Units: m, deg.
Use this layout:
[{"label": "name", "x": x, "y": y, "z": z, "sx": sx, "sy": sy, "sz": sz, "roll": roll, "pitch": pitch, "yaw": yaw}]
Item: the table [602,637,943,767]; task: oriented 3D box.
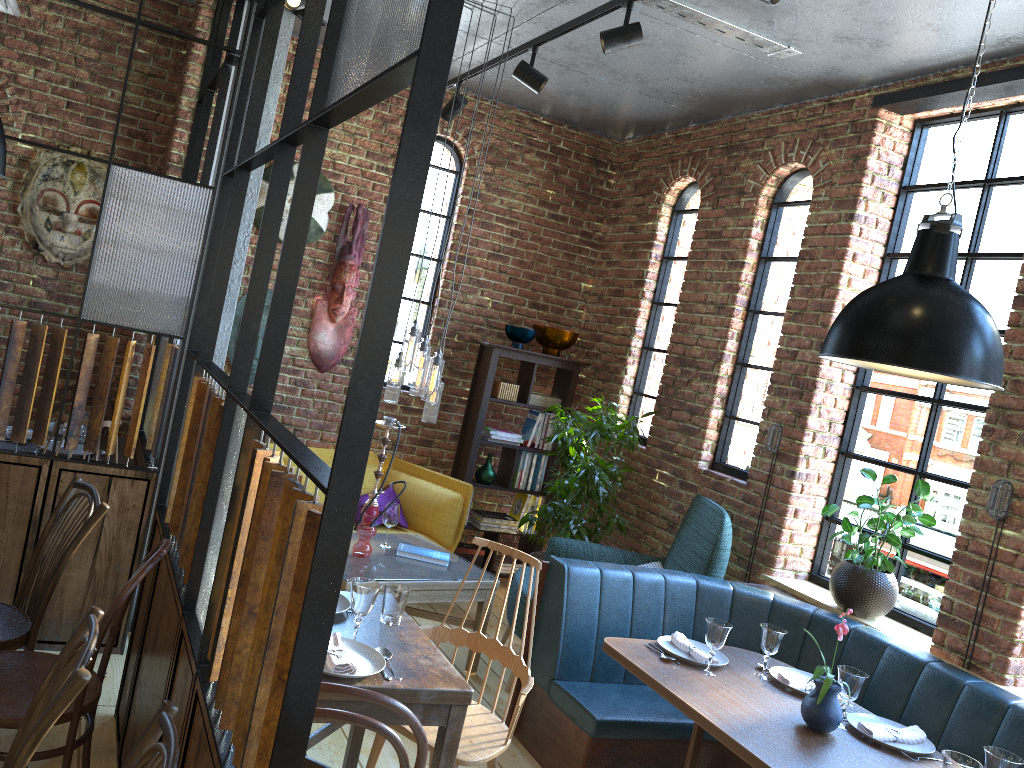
[{"label": "table", "x": 0.958, "y": 1.468, "z": 2.850, "sx": 0.794, "sy": 0.661, "sz": 1.595, "roll": 11, "pitch": 3, "yaw": -25}]

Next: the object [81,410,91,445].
[{"label": "object", "x": -2.165, "y": 0.232, "z": 4.467, "sx": 0.098, "sy": 0.191, "sz": 0.099, "roll": 12, "pitch": 2, "yaw": -4}]

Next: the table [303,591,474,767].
[{"label": "table", "x": -0.674, "y": 1.099, "z": 2.691, "sx": 0.724, "sy": 0.727, "sz": 0.777, "roll": 11, "pitch": 3, "yaw": -24}]

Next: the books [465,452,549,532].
[{"label": "books", "x": -0.079, "y": 0.728, "z": 6.222, "sx": 0.566, "sy": 0.574, "sz": 0.197, "roll": 11, "pitch": 3, "yaw": -24}]

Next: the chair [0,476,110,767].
[{"label": "chair", "x": -1.722, "y": 0.768, "z": 2.905, "sx": 0.497, "sy": 0.915, "sz": 0.425, "roll": 10, "pitch": 3, "yaw": -40}]

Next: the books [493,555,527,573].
[{"label": "books", "x": -0.050, "y": 1.287, "z": 6.294, "sx": 0.232, "sy": 0.072, "sz": 0.213, "roll": 10, "pitch": 3, "yaw": -35}]

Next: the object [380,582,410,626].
[{"label": "object", "x": -0.385, "y": 0.717, "z": 2.869, "sx": 0.080, "sy": 0.119, "sz": 0.088, "roll": 10, "pitch": 3, "yaw": -35}]

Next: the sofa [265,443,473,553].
[{"label": "sofa", "x": -1.295, "y": 0.826, "z": 5.329, "sx": 1.900, "sy": 0.763, "sz": 0.829, "roll": 10, "pitch": 3, "yaw": -40}]

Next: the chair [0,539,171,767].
[{"label": "chair", "x": -1.354, "y": 0.862, "z": 2.546, "sx": 0.544, "sy": 0.920, "sz": 0.442, "roll": 12, "pitch": 2, "yaw": -7}]

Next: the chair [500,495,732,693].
[{"label": "chair", "x": 0.528, "y": 1.070, "z": 4.663, "sx": 1.034, "sy": 1.097, "sz": 0.807, "roll": 12, "pitch": 2, "yaw": 0}]

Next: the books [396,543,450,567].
[{"label": "books", "x": -0.463, "y": 0.891, "z": 4.609, "sx": 0.274, "sy": 0.028, "sz": 0.160, "roll": 12, "pitch": 3, "yaw": 1}]

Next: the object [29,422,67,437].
[{"label": "object", "x": -2.410, "y": 0.241, "z": 4.732, "sx": 0.315, "sy": 0.051, "sz": 0.278, "roll": 11, "pitch": 3, "yaw": -21}]

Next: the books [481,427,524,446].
[{"label": "books", "x": -0.072, "y": 0.367, "z": 6.172, "sx": 0.260, "sy": 0.080, "sz": 0.185, "roll": 11, "pitch": 3, "yaw": -24}]

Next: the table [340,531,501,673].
[{"label": "table", "x": -0.695, "y": 1.120, "z": 4.535, "sx": 0.891, "sy": 0.508, "sz": 0.786, "roll": 10, "pitch": 3, "yaw": -39}]

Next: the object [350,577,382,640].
[{"label": "object", "x": -0.450, "y": 0.680, "z": 2.603, "sx": 0.102, "sy": 0.191, "sz": 0.095, "roll": 13, "pitch": 3, "yaw": 23}]

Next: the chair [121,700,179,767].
[{"label": "chair", "x": -0.895, "y": 1.010, "z": 1.442, "sx": 0.506, "sy": 0.915, "sz": 0.417, "roll": 11, "pitch": 2, "yaw": -19}]

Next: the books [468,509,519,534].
[{"label": "books", "x": -0.131, "y": 0.966, "z": 6.203, "sx": 0.293, "sy": 0.088, "sz": 0.253, "roll": 11, "pitch": 3, "yaw": -22}]

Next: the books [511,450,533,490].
[{"label": "books", "x": 0.051, "y": 0.599, "z": 6.259, "sx": 0.082, "sy": 0.272, "sz": 0.179, "roll": 11, "pitch": 3, "yaw": -26}]

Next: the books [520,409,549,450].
[{"label": "books", "x": 0.147, "y": 0.318, "z": 6.274, "sx": 0.120, "sy": 0.258, "sz": 0.169, "roll": 11, "pitch": 3, "yaw": -25}]

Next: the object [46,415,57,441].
[{"label": "object", "x": -2.365, "y": 0.225, "z": 4.503, "sx": 0.085, "sy": 0.119, "sz": 0.083, "roll": 12, "pitch": 2, "yaw": 7}]

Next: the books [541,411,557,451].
[{"label": "books", "x": 0.240, "y": 0.337, "z": 6.303, "sx": 0.077, "sy": 0.257, "sz": 0.184, "roll": 11, "pitch": 3, "yaw": -26}]

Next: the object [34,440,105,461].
[{"label": "object", "x": -2.164, "y": 0.312, "z": 4.320, "sx": 0.315, "sy": 0.051, "sz": 0.278, "roll": 11, "pitch": 3, "yaw": -21}]

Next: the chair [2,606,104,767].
[{"label": "chair", "x": -1.208, "y": 0.927, "z": 1.814, "sx": 0.506, "sy": 0.915, "sz": 0.417, "roll": 11, "pitch": 2, "yaw": -19}]

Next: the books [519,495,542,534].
[{"label": "books", "x": 0.113, "y": 0.918, "z": 6.328, "sx": 0.081, "sy": 0.272, "sz": 0.196, "roll": 11, "pitch": 3, "yaw": -26}]

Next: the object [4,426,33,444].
[{"label": "object", "x": -2.503, "y": 0.237, "z": 4.395, "sx": 0.261, "sy": 0.051, "sz": 0.335, "roll": 11, "pitch": 3, "yaw": -21}]

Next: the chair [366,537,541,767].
[{"label": "chair", "x": -0.203, "y": 1.048, "z": 2.941, "sx": 0.561, "sy": 1.005, "sz": 0.429, "roll": 14, "pitch": 3, "yaw": 37}]

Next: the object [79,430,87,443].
[{"label": "object", "x": -2.237, "y": 0.246, "z": 4.635, "sx": 0.085, "sy": 0.119, "sz": 0.083, "roll": 12, "pitch": 2, "yaw": 7}]

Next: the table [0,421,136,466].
[{"label": "table", "x": -2.401, "y": 0.650, "z": 4.526, "sx": 0.724, "sy": 0.727, "sz": 0.777, "roll": 11, "pitch": 3, "yaw": -24}]

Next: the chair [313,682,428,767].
[{"label": "chair", "x": -0.471, "y": 1.067, "z": 2.135, "sx": 0.437, "sy": 0.920, "sz": 0.551, "roll": 12, "pitch": 2, "yaw": -3}]

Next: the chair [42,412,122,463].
[{"label": "chair", "x": -2.062, "y": 0.607, "z": 4.020, "sx": 0.511, "sy": 1.005, "sz": 0.472, "roll": 10, "pitch": 3, "yaw": -38}]

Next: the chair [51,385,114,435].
[{"label": "chair", "x": -2.616, "y": 0.479, "z": 5.093, "sx": 0.437, "sy": 0.920, "sz": 0.551, "roll": 12, "pitch": 2, "yaw": -3}]
